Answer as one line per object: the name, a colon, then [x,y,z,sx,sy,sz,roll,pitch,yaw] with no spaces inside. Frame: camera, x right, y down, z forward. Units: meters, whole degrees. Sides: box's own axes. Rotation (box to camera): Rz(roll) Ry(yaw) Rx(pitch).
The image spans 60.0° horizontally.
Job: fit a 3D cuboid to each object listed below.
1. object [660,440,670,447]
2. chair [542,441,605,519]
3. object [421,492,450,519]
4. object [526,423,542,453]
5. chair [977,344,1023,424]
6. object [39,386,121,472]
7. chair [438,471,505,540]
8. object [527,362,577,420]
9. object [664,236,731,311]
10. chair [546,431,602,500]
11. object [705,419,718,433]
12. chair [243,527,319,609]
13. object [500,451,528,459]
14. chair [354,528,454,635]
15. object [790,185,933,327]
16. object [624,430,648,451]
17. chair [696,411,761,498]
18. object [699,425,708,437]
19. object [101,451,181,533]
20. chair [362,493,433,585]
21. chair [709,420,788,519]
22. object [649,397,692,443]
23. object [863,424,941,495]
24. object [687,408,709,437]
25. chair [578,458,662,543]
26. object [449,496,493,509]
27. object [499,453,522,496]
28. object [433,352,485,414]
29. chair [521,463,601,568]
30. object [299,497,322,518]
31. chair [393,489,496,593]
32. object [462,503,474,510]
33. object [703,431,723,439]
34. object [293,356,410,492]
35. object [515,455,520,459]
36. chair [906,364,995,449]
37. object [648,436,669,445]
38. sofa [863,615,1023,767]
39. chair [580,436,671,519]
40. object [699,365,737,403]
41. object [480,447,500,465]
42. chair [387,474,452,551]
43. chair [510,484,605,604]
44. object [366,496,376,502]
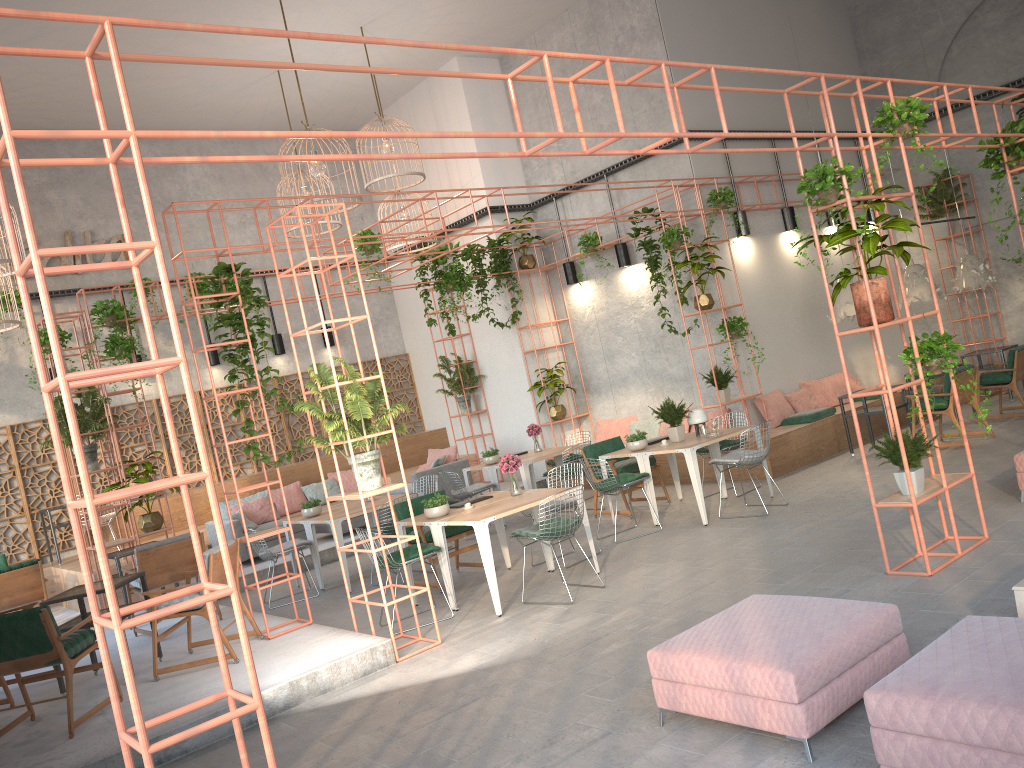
object: [1.706,0.655,9.935,0.115,0.078,0.115,-13,0,-32]
chair: [0.786,1.259,11.682,0.565,0.941,0.717,-13,1,-42]
object: [-0.713,1.134,8.315,0.252,0.247,0.247,-13,1,-38]
object: [0.330,0.762,12.578,0.213,0.414,0.225,-12,1,44]
chair: [6.631,-0.014,11.844,0.722,0.930,0.685,-13,1,-38]
object: [-5.002,0.479,10.326,0.900,1.101,0.894,-12,0,16]
chair: [-0.531,1.546,11.890,0.717,0.941,0.565,-13,0,-22]
object: [0.634,0.142,14.553,0.903,0.919,0.934,-12,0,23]
object: [2.470,-1.442,11.783,0.903,0.947,0.934,-12,0,13]
chair: [0.889,1.226,13.042,0.717,0.941,0.565,-13,1,-37]
object: [2.294,0.482,10.105,0.165,0.154,0.210,-12,1,42]
chair: [-2.631,2.019,10.201,0.717,0.941,0.565,-13,0,-22]
object: [-0.011,1.032,12.756,0.427,0.031,0.268,-13,1,-38]
chair: [-0.951,1.667,7.937,0.717,0.941,0.565,-13,0,-22]
object: [2.486,-0.888,6.288,0.924,0.946,0.923,-12,0,18]
object: [1.407,0.630,10.047,0.254,0.247,0.248,-13,1,-38]
chair: [2.595,0.868,10.822,0.717,0.941,0.565,-13,1,-37]
object: [2.154,0.528,9.945,0.095,0.119,0.095,-12,0,-14]
object: [-4.383,1.300,10.448,0.903,0.923,0.934,-12,0,18]
chair: [-1.313,1.732,9.994,0.565,0.941,0.717,-13,1,-42]
chair: [2.492,0.901,9.462,0.565,0.941,0.717,-13,1,-42]
object: [1.809,0.396,10.055,0.368,0.527,0.438,-13,1,-38]
object: [2.826,0.537,6.409,0.368,0.527,0.438,-13,1,-38]
object: [2.137,0.444,10.160,0.241,0.313,0.241,-12,0,7]
chair: [1.174,1.188,9.669,0.717,0.941,0.565,-13,0,-22]
object: [-0.426,1.177,8.803,0.427,0.031,0.268,-13,1,-38]
object: [0.001,0.876,8.581,0.213,0.414,0.225,-12,1,44]
object: [-0.925,-0.018,15.573,0.900,1.097,0.894,-12,0,-9]
chair: [0.469,1.347,9.089,0.717,0.941,0.565,-13,1,-37]
object: [-2.397,1.461,10.580,0.252,0.247,0.247,-13,1,-38]
chair: [-0.737,1.615,9.292,0.722,0.917,0.685,-13,1,-38]
object: [-0.417,1.154,8.389,0.115,0.073,0.115,-13,1,-44]
object: [2.204,0.559,9.707,0.218,0.041,0.218,-13,0,-30]
object: [-1.269,0.313,7.116,0.900,1.100,0.894,-12,0,-9]
object: [0.055,1.002,12.086,0.115,0.078,0.115,-13,0,-32]
chair: [5.272,0.292,10.751,0.722,0.929,0.685,-13,1,-38]
object: [1.695,0.674,10.535,0.427,0.031,0.268,-13,1,-38]
sofa: [2.746,1.032,3.437,2.219,0.672,1.960,-13,1,-38]
chair: [1.390,1.136,11.024,0.722,0.917,0.685,-13,1,-38]
object: [2.785,-0.010,11.925,0.368,0.527,0.438,-13,1,-38]
object: [-0.299,0.989,12.268,0.254,0.247,0.248,-13,1,-38]
chair: [-1.210,1.699,11.354,0.717,0.941,0.565,-13,1,-37]
chair: [0.366,1.380,7.729,0.565,0.941,0.717,-13,1,-42]
object: [-1.773,1.236,10.886,0.213,0.414,0.225,-12,1,44]
